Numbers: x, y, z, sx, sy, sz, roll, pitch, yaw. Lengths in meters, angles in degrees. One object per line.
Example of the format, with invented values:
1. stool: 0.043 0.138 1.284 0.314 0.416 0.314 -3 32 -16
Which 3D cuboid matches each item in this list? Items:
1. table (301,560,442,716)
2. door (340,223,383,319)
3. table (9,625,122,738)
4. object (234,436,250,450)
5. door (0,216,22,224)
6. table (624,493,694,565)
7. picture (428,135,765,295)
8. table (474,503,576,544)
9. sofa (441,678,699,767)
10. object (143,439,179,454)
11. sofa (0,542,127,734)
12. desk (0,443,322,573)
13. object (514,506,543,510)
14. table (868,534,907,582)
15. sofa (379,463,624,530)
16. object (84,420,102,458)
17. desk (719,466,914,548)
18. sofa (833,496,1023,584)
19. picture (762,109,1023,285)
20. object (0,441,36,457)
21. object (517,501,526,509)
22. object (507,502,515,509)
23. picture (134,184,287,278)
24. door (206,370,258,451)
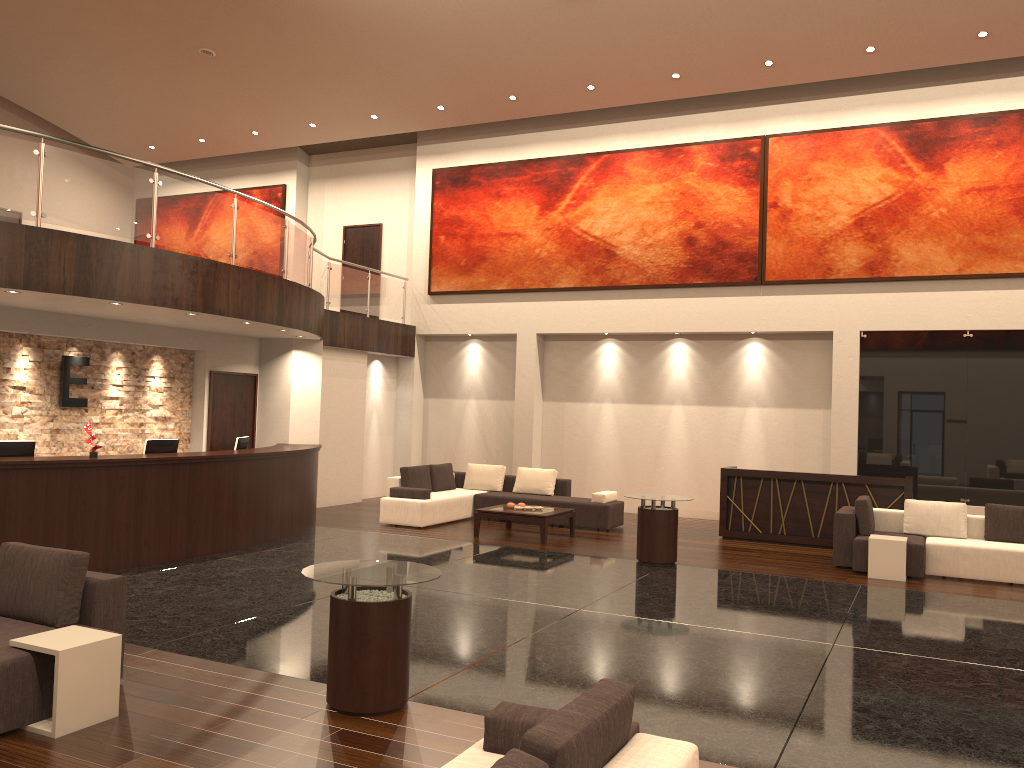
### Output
1. table: -0.861 1.536 5.378 0.833 0.795 0.844 3 -2 -25
2. door: -3.220 -2.289 18.932 0.990 2.232 0.104 1 -2 26
3. table: -2.485 1.639 4.930 0.400 0.460 0.400 1 -2 26
4. object: -3.610 0.950 11.852 0.189 0.485 0.483 2 -2 1
5. door: -10.695 -2.554 18.398 0.104 2.232 0.990 1 -2 26
6. table: 1.786 1.785 10.887 0.833 0.795 0.844 3 -2 -25
7. picture: 1.301 -2.981 16.312 6.485 2.526 0.070 1 -2 26
8. table: 0.198 1.997 12.796 1.100 0.380 1.100 1 -2 26
9. sofa: -1.192 1.427 3.106 3.366 0.862 2.586 1 -2 26
10. object: -4.111 0.891 10.397 0.189 0.485 0.483 1 -2 26
11. sofa: -3.410 1.394 4.515 1.291 0.862 2.846 1 -2 26
12. desk: -4.283 1.383 10.481 1.674 1.171 7.146 1 -2 27
13. object: 0.240 1.790 12.767 0.437 0.040 0.154 2 -2 -18
14. table: 4.393 2.027 10.364 0.400 0.460 0.400 1 -2 26
15. sofa: -0.159 1.777 13.954 3.366 0.862 2.586 1 -2 26
16. object: -4.363 0.571 9.258 0.165 0.390 0.163 1 -2 33
17. desk: 4.417 1.808 12.950 2.606 1.043 0.700 1 -2 26
18. sofa: 5.390 1.865 10.623 2.846 0.862 1.291 1 -2 26
19. picture: 6.268 -2.885 13.922 4.515 2.526 0.070 1 -2 26
20. object: -5.095 0.817 8.974 0.189 0.485 0.483 0 -2 41
21. object: 0.138 1.755 12.853 0.119 0.106 0.119 2 -2 8
22. object: -0.015 1.749 12.836 0.119 0.106 0.119 3 -2 -41
23. picture: -7.020 -3.142 20.317 4.515 2.526 0.070 1 -2 26
24. door: -4.250 0.937 13.402 0.104 2.232 0.990 1 -2 26
